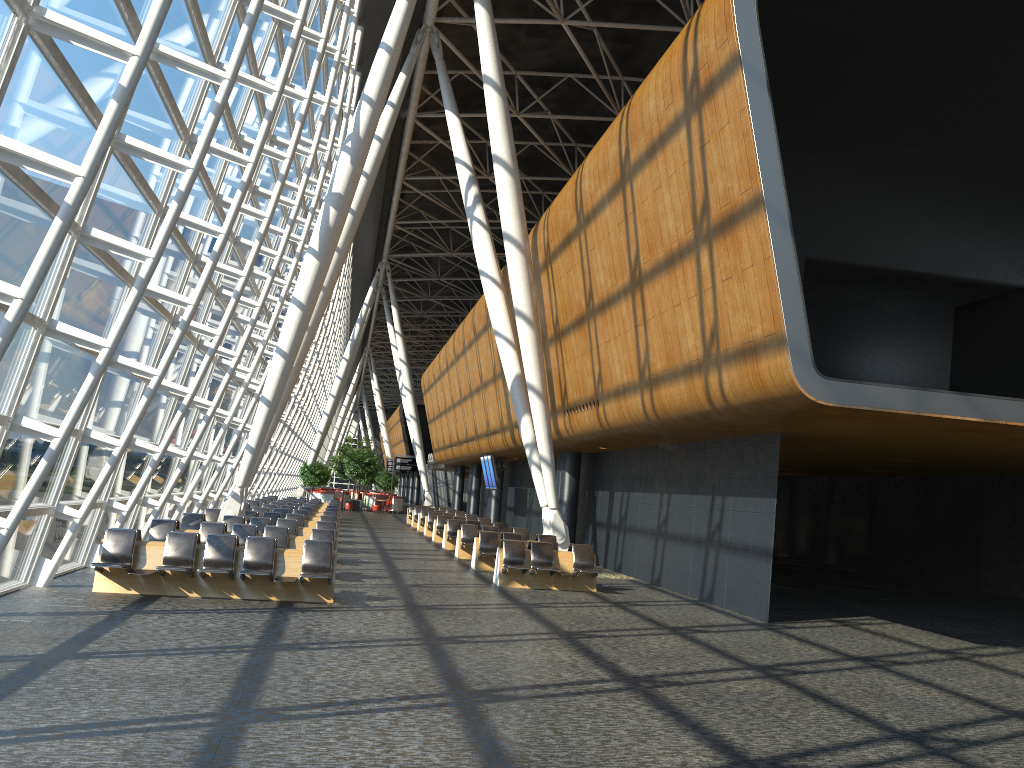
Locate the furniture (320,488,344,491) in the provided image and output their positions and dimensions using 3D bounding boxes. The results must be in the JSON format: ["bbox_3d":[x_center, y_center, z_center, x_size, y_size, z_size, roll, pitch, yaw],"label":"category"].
[{"bbox_3d":[-14.437,8.962,71.130,0.887,1.004,2.850,2,-6,32],"label":"furniture"}]

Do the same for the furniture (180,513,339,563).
[{"bbox_3d":[-5.330,3.256,18.637,3.256,0.866,1.667,5,-6,-11],"label":"furniture"}]

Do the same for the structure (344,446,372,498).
[{"bbox_3d":[-12.428,7.216,70.090,3.088,4.520,5.782,4,-5,12],"label":"structure"}]

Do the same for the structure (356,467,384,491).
[{"bbox_3d":[-10.710,7.349,65.817,2.278,3.467,2.228,4,-3,2],"label":"structure"}]

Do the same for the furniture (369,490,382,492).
[{"bbox_3d":[-15.765,12.822,102.777,1.899,0.866,1.667,5,-6,-11],"label":"furniture"}]

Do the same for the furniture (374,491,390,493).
[{"bbox_3d":[-12.947,11.219,88.044,1.899,0.866,1.667,5,-6,-11],"label":"furniture"}]

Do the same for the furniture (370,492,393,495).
[{"bbox_3d":[-9.615,8.419,63.870,0.894,1.005,2.825,7,-7,-43],"label":"furniture"}]

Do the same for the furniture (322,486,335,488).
[{"bbox_3d":[-21.180,12.275,101.504,3.256,0.866,1.667,5,-6,-11],"label":"furniture"}]

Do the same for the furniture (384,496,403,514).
[{"bbox_3d":[-7.157,7.355,53.743,0.888,1.003,2.847,4,-6,2],"label":"furniture"}]

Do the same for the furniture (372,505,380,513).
[{"bbox_3d":[-7.991,7.334,51.819,0.442,0.458,0.445,4,-4,2],"label":"furniture"}]

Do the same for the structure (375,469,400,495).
[{"bbox_3d":[-8.911,7.429,62.562,1.776,2.771,1.743,2,-3,37],"label":"structure"}]

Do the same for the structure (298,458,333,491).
[{"bbox_3d":[-12.002,5.995,53.466,1.928,2.960,1.862,6,-3,-36],"label":"structure"}]

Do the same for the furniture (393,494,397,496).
[{"bbox_3d":[-11.256,10.256,79.205,1.899,0.866,1.667,5,-6,-11],"label":"furniture"}]

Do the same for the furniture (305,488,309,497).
[{"bbox_3d":[-16.108,9.389,74.985,3.256,0.866,1.667,5,-6,-11],"label":"furniture"}]

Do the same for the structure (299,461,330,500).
[{"bbox_3d":[-11.376,5.787,50.630,1.776,2.771,1.743,2,-3,37],"label":"structure"}]

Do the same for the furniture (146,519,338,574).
[{"bbox_3d":[-4.767,2.935,15.690,3.256,0.866,1.667,5,-6,-11],"label":"furniture"}]

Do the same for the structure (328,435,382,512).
[{"bbox_3d":[-9.854,5.469,54.332,3.101,4.520,5.817,5,-5,-18],"label":"structure"}]

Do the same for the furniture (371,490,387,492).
[{"bbox_3d":[-14.638,12.181,96.884,1.899,0.866,1.667,5,-6,-11],"label":"furniture"}]

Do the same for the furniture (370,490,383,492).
[{"bbox_3d":[-15.201,12.501,99.831,1.899,0.866,1.667,5,-6,-11],"label":"furniture"}]

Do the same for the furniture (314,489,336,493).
[{"bbox_3d":[-12.638,7.681,59.628,0.894,1.005,2.825,7,-7,-43],"label":"furniture"}]

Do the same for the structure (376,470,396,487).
[{"bbox_3d":[-10.541,8.464,72.844,1.931,2.987,1.895,2,-3,37],"label":"structure"}]

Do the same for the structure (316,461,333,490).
[{"bbox_3d":[-12.713,6.515,57.647,1.828,2.844,1.794,2,-3,37],"label":"structure"}]

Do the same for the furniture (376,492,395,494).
[{"bbox_3d":[-11.820,10.577,82.151,1.899,0.866,1.667,5,-6,-11],"label":"furniture"}]

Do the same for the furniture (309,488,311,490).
[{"bbox_3d":[-16.671,9.710,77.931,3.256,0.866,1.667,5,-6,-11],"label":"furniture"}]

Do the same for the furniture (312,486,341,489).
[{"bbox_3d":[-19.489,11.313,92.664,3.256,0.866,1.667,5,-6,-11],"label":"furniture"}]

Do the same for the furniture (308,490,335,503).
[{"bbox_3d":[-11.230,6.880,52.266,0.894,1.005,2.825,7,-7,-43],"label":"furniture"}]

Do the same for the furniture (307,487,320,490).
[{"bbox_3d":[-17.235,10.030,80.878,3.256,0.866,1.667,5,-6,-11],"label":"furniture"}]

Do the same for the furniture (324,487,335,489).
[{"bbox_3d":[-20.616,11.955,98.557,3.256,0.866,1.667,5,-6,-11],"label":"furniture"}]

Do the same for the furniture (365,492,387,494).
[{"bbox_3d":[-10.640,8.784,67.447,0.887,1.004,2.850,2,-6,32],"label":"furniture"}]

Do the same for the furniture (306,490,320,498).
[{"bbox_3d":[-12.280,7.143,55.031,0.888,1.003,2.847,4,-6,2],"label":"furniture"}]

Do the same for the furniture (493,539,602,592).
[{"bbox_3d":[0.648,3.482,16.964,1.899,0.866,1.667,5,-6,-11],"label":"furniture"}]

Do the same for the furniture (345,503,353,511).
[{"bbox_3d":[-9.451,7.140,51.099,0.442,0.458,0.446,2,-4,32],"label":"furniture"}]

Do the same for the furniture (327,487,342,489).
[{"bbox_3d":[-20.053,11.634,95.611,3.256,0.866,1.667,5,-6,-11],"label":"furniture"}]

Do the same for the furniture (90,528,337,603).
[{"bbox_3d":[-4.203,2.615,12.744,3.256,0.866,1.667,5,-6,-11],"label":"furniture"}]

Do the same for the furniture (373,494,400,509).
[{"bbox_3d":[-8.207,7.618,56.508,0.894,1.005,2.825,7,-7,-43],"label":"furniture"}]

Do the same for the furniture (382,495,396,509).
[{"bbox_3d":[-8.565,8.156,61.105,0.888,1.003,2.847,4,-6,2],"label":"furniture"}]
